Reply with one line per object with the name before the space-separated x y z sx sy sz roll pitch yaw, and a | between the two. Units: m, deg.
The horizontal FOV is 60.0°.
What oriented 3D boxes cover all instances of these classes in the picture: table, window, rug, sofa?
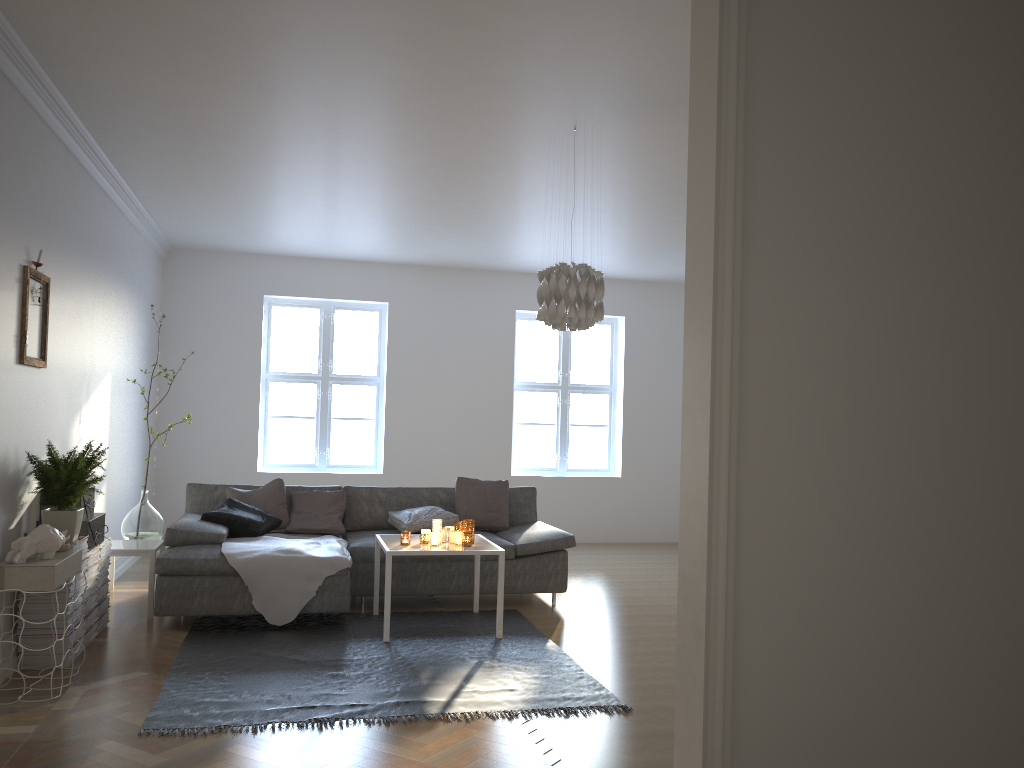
table | -2.531 1.266 5.986 0.423 0.319 0.437 2 -2 -14
window | -1.897 0.024 8.921 1.201 1.709 0.077 2 -2 -14
table | -2.403 1.131 4.970 0.246 0.499 0.327 2 -2 -14
table | -2.117 1.059 3.955 0.299 0.575 0.553 2 -2 -13
table | -2.254 1.061 4.366 0.246 0.596 0.321 2 -2 -14
table | -2.411 1.201 5.498 0.423 0.411 0.437 2 -2 -14
rug | -0.692 1.406 4.595 2.015 0.055 2.112 2 -3 -14
table | -0.459 1.204 5.334 0.675 0.504 0.715 2 -2 -14
window | 0.541 0.119 9.511 1.201 1.709 0.077 2 -2 -14
sofa | -0.911 1.114 6.010 2.632 0.772 1.555 2 -2 -14
table | -2.328 1.120 4.664 0.246 0.499 0.327 2 -2 -14

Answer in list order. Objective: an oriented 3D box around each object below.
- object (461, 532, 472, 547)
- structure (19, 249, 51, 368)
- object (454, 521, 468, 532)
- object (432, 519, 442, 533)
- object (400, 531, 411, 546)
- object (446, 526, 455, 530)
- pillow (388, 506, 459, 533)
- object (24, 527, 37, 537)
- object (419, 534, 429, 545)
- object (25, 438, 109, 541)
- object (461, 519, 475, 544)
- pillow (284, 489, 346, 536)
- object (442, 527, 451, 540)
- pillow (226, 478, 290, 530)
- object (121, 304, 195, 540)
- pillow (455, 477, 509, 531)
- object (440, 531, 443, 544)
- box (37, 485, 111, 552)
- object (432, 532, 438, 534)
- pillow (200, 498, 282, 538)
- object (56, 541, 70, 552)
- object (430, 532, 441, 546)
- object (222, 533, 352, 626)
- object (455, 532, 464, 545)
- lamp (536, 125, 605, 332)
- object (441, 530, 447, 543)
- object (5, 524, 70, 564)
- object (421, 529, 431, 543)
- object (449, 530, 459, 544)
object | -0.265 0.912 5.206 0.060 0.079 0.060 2 -2 -23
structure | -2.345 -0.375 4.383 0.053 0.574 0.398 2 -2 -16
object | -0.315 0.912 5.529 0.080 0.104 0.080 2 -2 -23
object | -0.442 0.838 5.229 0.060 0.073 0.060 2 -2 2
object | -0.623 0.901 5.185 0.060 0.079 0.060 2 -2 -19
object | -0.388 0.925 5.513 0.060 0.073 0.060 0 -2 38
pillow | -0.627 0.973 6.292 0.404 0.194 0.406 3 -3 -27
object | -2.179 0.707 4.056 0.123 0.134 0.062 1 -2 27
object | -0.518 0.917 5.245 0.050 0.058 0.052 4 -3 -44
object | -2.205 0.530 4.388 0.368 0.526 0.438 2 -2 -14
object | -0.264 0.887 5.317 0.087 0.139 0.090 3 -3 -43
pillow | -1.380 0.906 6.265 0.414 0.311 0.337 2 -2 -8
object | -0.408 0.921 5.449 0.060 0.073 0.060 1 -2 11
pillow | -1.777 0.864 6.227 0.430 0.402 0.324 3 -2 -26
object | -2.330 0.274 5.944 0.776 1.673 0.340 0 -2 36
pillow | -0.220 0.891 6.603 0.426 0.390 0.242 2 -2 -13
object | -0.441 0.912 5.262 0.060 0.073 0.060 3 -2 -34
box | -2.342 0.717 4.788 0.298 0.315 0.419 2 -2 -14
object | -0.450 0.906 5.196 0.056 0.066 0.056 0 -3 38
pillow | -1.783 0.895 5.862 0.401 0.248 0.421 1 -2 7
object | -2.116 0.756 4.136 0.099 0.046 0.104 0 -3 33
object | -0.450 0.909 5.195 0.060 0.073 0.060 3 -2 -34
object | -1.399 1.182 5.439 0.812 0.437 0.726 2 -2 -15
object | -0.311 0.916 5.260 0.060 0.073 0.060 3 -2 -25
lamp | 0.316 -0.813 4.636 0.355 1.065 0.354 1 -2 29
object | -0.421 0.916 5.338 0.060 0.073 0.060 0 -2 32
object | -2.080 0.696 3.905 0.137 0.150 0.311 1 -2 16
object | -0.518 0.913 5.322 0.060 0.073 0.060 1 -2 11
object | -0.348 0.917 5.313 0.060 0.073 0.060 3 -2 -25
